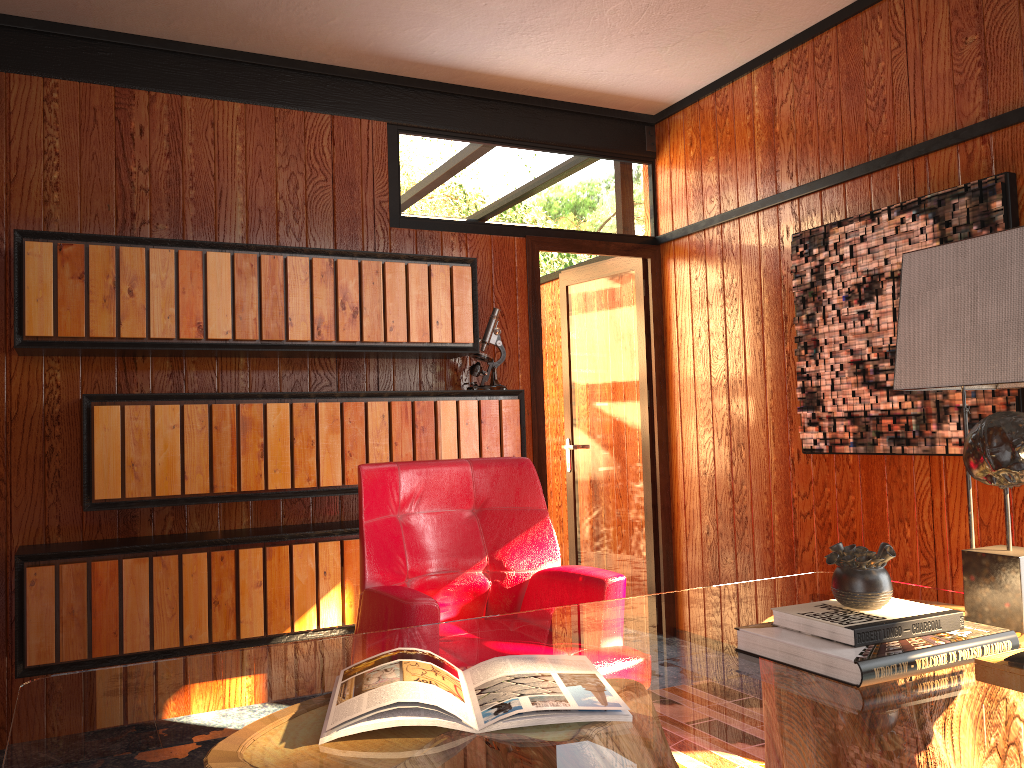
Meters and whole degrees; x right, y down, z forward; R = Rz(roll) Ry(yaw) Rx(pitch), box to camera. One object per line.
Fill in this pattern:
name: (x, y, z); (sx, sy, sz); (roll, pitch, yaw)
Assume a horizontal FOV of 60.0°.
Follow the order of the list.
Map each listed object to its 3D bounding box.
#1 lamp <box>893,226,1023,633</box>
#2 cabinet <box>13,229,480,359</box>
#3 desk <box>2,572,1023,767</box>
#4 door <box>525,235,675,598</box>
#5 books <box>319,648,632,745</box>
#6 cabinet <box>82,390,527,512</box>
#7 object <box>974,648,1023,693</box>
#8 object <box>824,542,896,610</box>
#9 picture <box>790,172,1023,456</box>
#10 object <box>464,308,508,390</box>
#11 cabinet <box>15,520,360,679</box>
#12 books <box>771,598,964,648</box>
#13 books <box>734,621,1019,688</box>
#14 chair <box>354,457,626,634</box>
lamp: (0.976, 0.094, 1.698); (0.316, 0.732, 0.316); (0, -3, -26)
cabinet: (-0.941, -0.307, 3.374); (1.653, 0.390, 0.321); (0, -3, -26)
desk: (0.264, 0.786, 1.430); (1.900, 0.632, 1.150); (0, -3, -26)
door: (0.271, 0.314, 4.511); (0.751, 1.955, 0.734); (0, -3, -26)
books: (-0.063, 0.452, 1.337); (0.422, 0.049, 0.300); (-1, -3, -7)
cabinet: (-0.745, 0.231, 3.435); (1.653, 0.390, 0.321); (0, -3, -26)
object: (0.840, 0.423, 1.344); (0.238, 0.049, 0.135); (0, -3, -26)
object: (0.619, 0.340, 1.574); (0.121, 0.114, 0.118); (0, -3, -32)
picture: (1.334, -0.188, 3.101); (0.061, 0.873, 0.916); (0, -3, -26)
object: (-0.114, -0.147, 3.727); (0.181, 0.354, 0.142); (-2, -3, 10)
cabinet: (-0.907, 0.746, 3.320); (1.653, 0.390, 0.321); (0, -3, -26)
books: (0.618, 0.410, 1.553); (0.249, 0.029, 0.198); (-1, -3, -24)
books: (0.624, 0.444, 1.534); (0.366, 0.040, 0.286); (0, -3, -26)
chair: (-0.101, 0.691, 2.423); (0.621, 0.956, 0.839); (0, -3, -26)
